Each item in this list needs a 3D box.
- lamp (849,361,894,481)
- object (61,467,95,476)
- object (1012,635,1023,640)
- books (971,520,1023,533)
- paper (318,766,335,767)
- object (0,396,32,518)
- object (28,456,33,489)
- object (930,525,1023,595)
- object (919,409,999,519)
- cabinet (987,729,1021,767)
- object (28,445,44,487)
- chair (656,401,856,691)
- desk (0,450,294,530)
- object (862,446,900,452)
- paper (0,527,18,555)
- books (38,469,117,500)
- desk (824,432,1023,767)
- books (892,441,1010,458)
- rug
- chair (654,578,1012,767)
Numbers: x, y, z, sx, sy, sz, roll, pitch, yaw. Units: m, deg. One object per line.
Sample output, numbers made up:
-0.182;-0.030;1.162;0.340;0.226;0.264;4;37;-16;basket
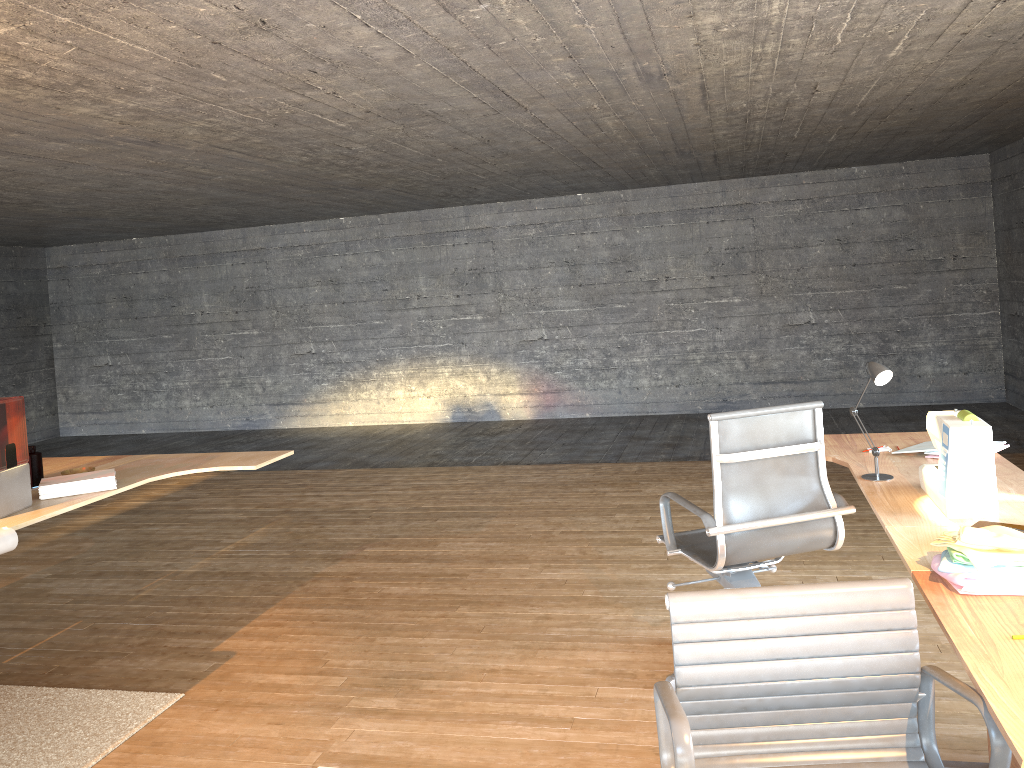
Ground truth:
1.258;0.122;3.088;0.105;0.408;0.208;-4;2;1;lamp
-2.030;0.431;4.135;0.147;0.054;0.147;-5;6;-9;object
1.048;0.489;1.710;0.147;0.007;0.008;-3;4;7;object
1.308;0.391;2.225;0.261;0.054;0.291;-8;7;-35;books
0.039;0.655;1.051;0.850;0.113;0.586;-3;6;15;paper
-2.153;0.298;3.569;0.269;0.457;0.223;-4;2;4;object
-2.241;0.391;4.031;0.079;0.186;0.080;-3;2;32;object
1.111;0.387;2.039;0.255;0.130;0.254;-3;5;17;object
1.351;0.220;2.702;0.136;0.283;0.405;-4;4;15;object
1.484;0.858;2.226;0.426;0.571;0.427;-4;3;12;cabinet
-2.232;0.381;4.113;0.079;0.186;0.080;-4;2;22;object
0.836;0.571;3.263;0.654;1.013;0.685;-5;2;-16;chair
-2.463;0.971;3.138;3.253;0.736;3.493;-3;6;14;desk
1.473;0.257;3.530;0.142;0.013;0.128;-2;6;18;object
-2.195;0.621;2.892;0.581;0.113;0.857;-3;6;15;paper
-1.921;0.442;3.914;0.310;0.058;0.221;-7;6;-25;books
0.788;0.819;2.303;1.632;0.736;3.533;-3;6;16;desk
1.685;0.240;3.391;0.309;0.044;0.317;-9;8;-40;books
-2.322;1.385;2.579;1.598;0.005;2.216;-3;6;14;rug
0.609;0.854;1.537;0.653;0.857;0.687;-4;3;1;chair
